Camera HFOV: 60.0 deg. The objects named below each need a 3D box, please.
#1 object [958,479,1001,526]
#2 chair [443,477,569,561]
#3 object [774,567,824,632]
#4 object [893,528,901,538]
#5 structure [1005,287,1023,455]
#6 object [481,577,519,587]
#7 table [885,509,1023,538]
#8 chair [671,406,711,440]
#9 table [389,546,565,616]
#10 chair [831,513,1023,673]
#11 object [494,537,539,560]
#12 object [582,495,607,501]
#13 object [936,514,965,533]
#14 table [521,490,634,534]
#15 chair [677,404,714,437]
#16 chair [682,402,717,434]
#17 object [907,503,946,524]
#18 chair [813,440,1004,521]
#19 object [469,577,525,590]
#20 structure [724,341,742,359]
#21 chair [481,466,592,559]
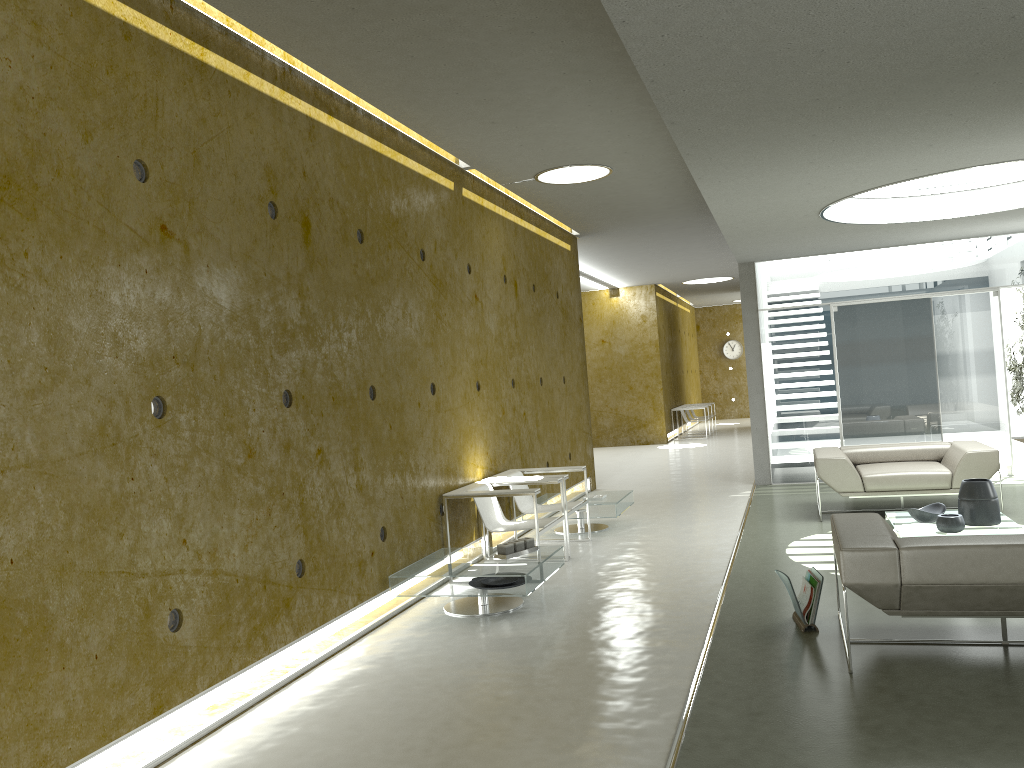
[{"bbox_3d":[3.295,0.833,6.267,0.265,0.309,0.265,-4,0,0],"label":"object"},{"bbox_3d":[-0.029,1.114,6.817,0.710,0.667,0.800,-4,0,18],"label":"chair"},{"bbox_3d":[1.581,1.174,4.862,0.216,0.288,0.329,-4,0,8],"label":"object"},{"bbox_3d":[3.056,1.147,6.611,0.387,0.124,0.387,-4,0,-11],"label":"object"},{"bbox_3d":[6.792,-0.365,11.356,0.646,2.589,3.371,-4,0,17],"label":"structure"},{"bbox_3d":[-0.076,1.251,5.601,0.239,0.027,0.239,-5,0,34],"label":"object"},{"bbox_3d":[3.131,1.102,6.235,0.790,0.200,1.500,-4,0,18],"label":"table"},{"bbox_3d":[3.906,0.844,19.324,0.710,0.667,0.800,-4,0,18],"label":"chair"},{"bbox_3d":[-0.197,1.308,5.834,0.900,0.300,0.900,-4,0,18],"label":"table"},{"bbox_3d":[2.364,0.964,4.294,1.481,0.583,1.039,-4,0,18],"label":"chair"},{"bbox_3d":[0.028,1.092,5.939,0.118,0.097,0.326,-5,0,43],"label":"object"},{"bbox_3d":[0.781,1.075,8.371,0.197,0.029,0.189,-4,0,18],"label":"object"},{"bbox_3d":[2.998,0.955,6.065,0.177,0.113,0.177,-4,0,-2],"label":"object"},{"bbox_3d":[0.658,1.250,8.551,0.900,0.300,0.900,-4,0,18],"label":"table"},{"bbox_3d":[4.163,0.826,20.141,0.710,0.667,0.800,-4,0,18],"label":"chair"},{"bbox_3d":[4.420,0.809,20.958,0.710,0.667,0.800,-4,0,18],"label":"chair"},{"bbox_3d":[3.024,0.948,6.460,0.317,0.125,0.223,-4,0,-36],"label":"object"},{"bbox_3d":[3.594,0.880,8.203,1.481,0.583,1.039,-4,0,18],"label":"chair"},{"bbox_3d":[-0.076,1.254,5.601,0.394,0.027,0.394,-4,0,1],"label":"object"},{"bbox_3d":[6.336,-0.979,25.423,0.547,0.539,0.016,-4,0,18],"label":"structure"},{"bbox_3d":[0.228,1.096,7.634,0.710,0.667,0.800,-4,0,18],"label":"chair"}]
